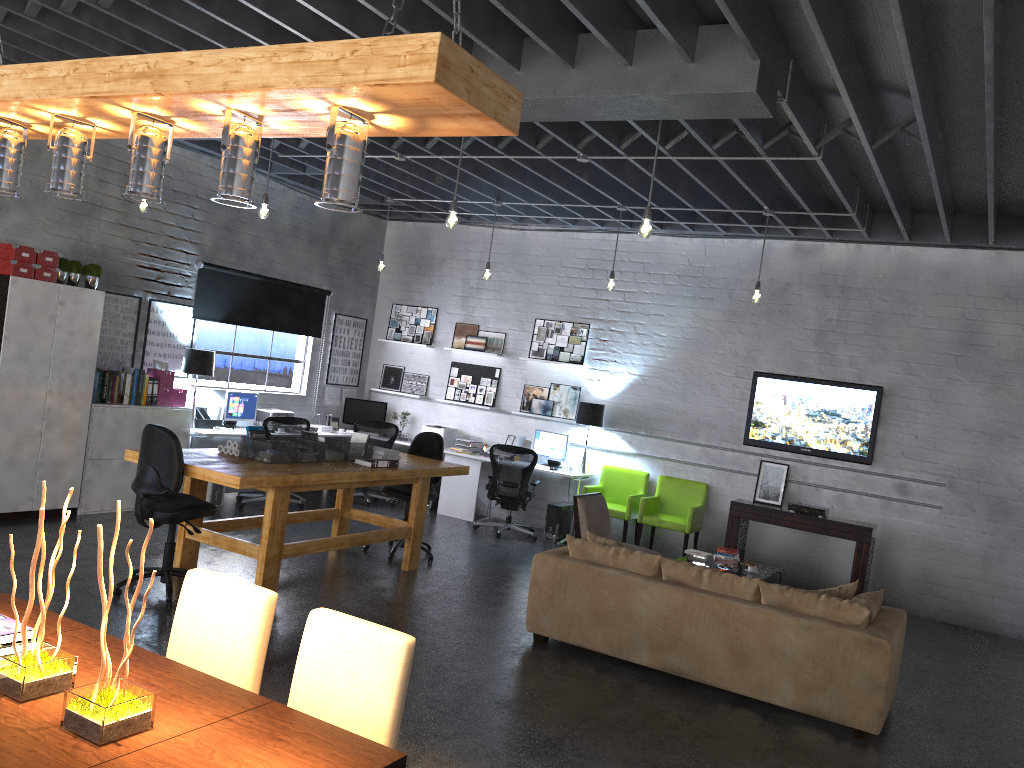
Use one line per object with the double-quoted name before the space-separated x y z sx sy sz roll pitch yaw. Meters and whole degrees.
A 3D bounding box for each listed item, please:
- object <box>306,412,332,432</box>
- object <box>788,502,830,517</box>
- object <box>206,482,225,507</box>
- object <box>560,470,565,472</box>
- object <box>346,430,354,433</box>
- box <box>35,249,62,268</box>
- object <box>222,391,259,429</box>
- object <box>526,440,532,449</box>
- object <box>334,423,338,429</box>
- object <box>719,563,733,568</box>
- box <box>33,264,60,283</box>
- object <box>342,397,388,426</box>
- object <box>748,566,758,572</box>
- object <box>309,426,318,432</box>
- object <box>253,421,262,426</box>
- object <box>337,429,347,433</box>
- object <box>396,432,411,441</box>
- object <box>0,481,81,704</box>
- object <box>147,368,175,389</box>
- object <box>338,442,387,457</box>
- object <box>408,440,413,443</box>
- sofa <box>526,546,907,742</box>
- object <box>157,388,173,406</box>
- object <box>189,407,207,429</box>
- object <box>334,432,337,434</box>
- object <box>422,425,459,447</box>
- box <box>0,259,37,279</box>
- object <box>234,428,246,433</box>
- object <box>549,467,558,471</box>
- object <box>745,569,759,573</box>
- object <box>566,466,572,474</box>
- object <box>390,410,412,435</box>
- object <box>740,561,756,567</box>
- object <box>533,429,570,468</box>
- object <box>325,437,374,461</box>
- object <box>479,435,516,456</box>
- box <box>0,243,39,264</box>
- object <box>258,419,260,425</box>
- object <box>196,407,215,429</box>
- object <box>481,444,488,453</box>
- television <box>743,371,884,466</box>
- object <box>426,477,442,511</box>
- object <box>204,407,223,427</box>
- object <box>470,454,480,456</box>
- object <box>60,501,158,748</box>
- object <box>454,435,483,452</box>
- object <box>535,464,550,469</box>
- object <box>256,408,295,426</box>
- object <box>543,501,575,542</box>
"object" -2.434 0.475 11.162 0.324 0.208 0.233 8 1 29
"object" 3.058 1.295 9.137 0.370 0.082 0.266 8 1 29
"object" -3.285 1.064 9.403 0.477 0.411 0.200 9 2 29
"object" 0.587 1.007 10.267 0.046 0.009 0.121 8 1 14
"object" -1.929 0.631 11.451 0.422 0.028 0.180 8 1 -11
"box" -4.032 -1.078 7.573 0.268 0.133 0.206 8 1 29
"object" -3.088 0.289 9.958 0.211 0.417 0.465 9 1 29
"object" 0.131 0.811 10.763 0.087 0.259 0.237 9 1 29
"object" -2.320 0.519 11.480 0.155 0.141 0.088 9 2 44
"object" 2.018 1.708 8.372 0.137 0.031 0.137 7 1 -35
"box" -4.050 -0.949 7.576 0.270 0.131 0.206 8 1 29
"object" -1.962 0.422 11.775 0.560 0.427 0.146 8 2 -25
"object" 2.238 1.725 8.258 0.081 0.052 0.077 8 1 -13
"object" -2.610 0.524 10.868 0.392 0.064 0.259 8 1 29
"object" -2.915 0.476 10.191 0.090 0.090 0.082 7 1 -36
"object" -2.148 0.592 11.193 0.130 0.049 0.130 7 1 -44
"object" -1.452 0.672 11.387 0.279 0.081 0.411 8 1 -1
"object" -1.290 0.548 2.416 0.156 0.583 0.185 9 2 29
"object" -3.533 -0.056 8.907 0.213 0.177 0.161 9 1 29
"object" -1.303 0.560 7.639 0.519 0.047 0.046 8 1 27
"object" -1.254 0.732 11.231 0.103 0.021 0.131 8 1 9
"sofa" 1.365 1.644 6.043 2.327 0.629 1.105 8 1 29
"object" -3.557 0.119 8.912 0.213 0.177 0.161 9 1 29
"object" -3.375 0.360 9.494 0.209 0.208 0.104 9 2 29
"object" -2.203 0.602 11.001 0.058 0.020 0.071 8 1 -7
"object" -0.928 0.668 11.365 0.350 0.235 0.351 8 1 29
"box" -4.149 -0.961 7.393 0.270 0.131 0.206 8 1 29
"object" -2.898 0.514 9.802 0.180 0.028 0.422 8 1 19
"object" 0.480 0.979 10.233 0.058 0.036 0.114 9 1 44
"object" 2.233 1.747 8.259 0.131 0.016 0.131 8 1 35
"object" 0.643 0.979 10.118 0.069 0.083 0.090 9 1 28
"object" -1.488 0.521 11.714 0.297 0.363 0.270 8 1 -16
"object" 2.298 1.741 8.620 0.151 0.040 0.151 7 1 -44
"object" 0.485 0.783 10.572 0.464 0.417 0.212 9 2 34
"object" -1.380 0.547 7.454 0.316 0.156 0.306 8 1 29
"object" -0.128 0.763 10.913 0.405 0.280 0.400 9 1 29
"box" -4.131 -1.089 7.389 0.270 0.131 0.206 8 1 29
"object" -2.906 0.460 10.166 0.013 0.124 0.006 8 2 3
"object" -3.324 0.366 9.586 0.209 0.208 0.104 9 2 29
"object" -0.339 0.810 11.080 0.093 0.116 0.067 9 2 29
"television" 3.145 0.345 9.334 1.322 0.817 0.021 8 2 28
"object" -0.953 1.371 11.212 0.180 0.411 0.476 9 1 29
"object" -3.271 0.372 9.689 0.209 0.208 0.104 9 2 28
"object" -0.446 0.858 10.727 0.142 0.007 0.008 8 1 -27
"object" -0.982 0.593 2.248 0.180 0.583 0.156 9 2 29
"object" -0.545 0.752 11.146 0.229 0.181 0.316 9 1 29
"object" 0.223 0.945 10.379 0.421 0.028 0.181 8 1 24
"object" -2.715 0.431 10.445 0.484 0.230 0.420 8 1 29
"object" 0.560 1.594 10.289 0.180 0.411 0.476 9 1 29
